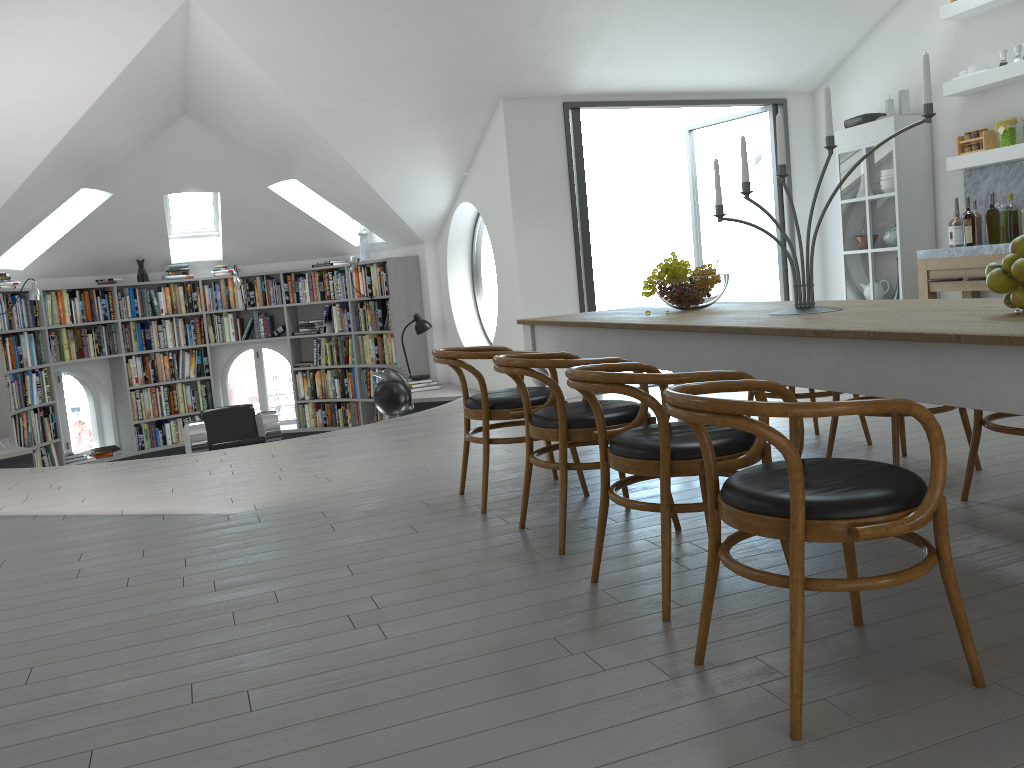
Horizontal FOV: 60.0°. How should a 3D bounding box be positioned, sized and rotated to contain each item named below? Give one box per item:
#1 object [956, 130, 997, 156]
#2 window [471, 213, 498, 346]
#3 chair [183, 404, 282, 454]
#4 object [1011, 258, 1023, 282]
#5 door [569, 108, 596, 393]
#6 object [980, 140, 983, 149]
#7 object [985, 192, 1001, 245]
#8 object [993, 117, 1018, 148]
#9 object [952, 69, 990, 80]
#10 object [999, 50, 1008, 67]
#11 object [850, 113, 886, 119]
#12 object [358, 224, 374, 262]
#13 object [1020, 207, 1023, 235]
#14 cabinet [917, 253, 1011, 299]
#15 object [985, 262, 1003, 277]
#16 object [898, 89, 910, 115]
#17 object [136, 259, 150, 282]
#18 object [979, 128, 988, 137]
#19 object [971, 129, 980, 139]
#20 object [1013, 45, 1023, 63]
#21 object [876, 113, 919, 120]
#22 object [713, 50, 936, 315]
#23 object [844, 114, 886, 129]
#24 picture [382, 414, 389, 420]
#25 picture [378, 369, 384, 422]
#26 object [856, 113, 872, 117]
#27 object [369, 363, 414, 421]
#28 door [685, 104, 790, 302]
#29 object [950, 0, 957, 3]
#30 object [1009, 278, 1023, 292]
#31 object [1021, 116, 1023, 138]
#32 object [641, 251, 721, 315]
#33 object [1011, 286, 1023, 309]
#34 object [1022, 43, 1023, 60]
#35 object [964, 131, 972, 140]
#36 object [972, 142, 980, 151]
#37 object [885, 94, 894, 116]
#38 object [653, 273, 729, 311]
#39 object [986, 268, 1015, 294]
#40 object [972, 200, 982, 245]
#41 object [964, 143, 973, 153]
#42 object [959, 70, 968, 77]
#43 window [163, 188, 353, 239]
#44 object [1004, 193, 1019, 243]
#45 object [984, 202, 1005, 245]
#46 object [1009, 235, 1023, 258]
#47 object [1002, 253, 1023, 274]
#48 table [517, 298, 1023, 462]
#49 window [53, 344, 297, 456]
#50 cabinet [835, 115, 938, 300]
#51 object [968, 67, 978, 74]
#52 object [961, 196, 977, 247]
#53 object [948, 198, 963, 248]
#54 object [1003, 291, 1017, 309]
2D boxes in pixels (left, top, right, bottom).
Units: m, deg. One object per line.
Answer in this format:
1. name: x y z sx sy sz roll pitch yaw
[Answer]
1. object: 3.337 -1.727 6.369 0.120 0.146 0.237 -7 7 -20
2. window: -0.100 -1.005 8.382 0.104 1.466 1.473 -7 6 -20
3. chair: -2.713 0.598 8.613 0.824 0.717 0.742 -8 7 -25
4. object: 1.373 -0.306 2.375 0.062 0.063 0.063 -1 7 32
5. door: 0.439 -1.134 7.841 0.080 2.341 1.053 -7 6 -20
6. object: 3.364 -1.698 6.310 0.058 0.075 0.059 -5 6 3
7. object: 3.275 -1.122 6.036 0.092 0.358 0.092 -3 6 24
8. object: 3.411 -1.731 6.117 0.128 0.199 0.163 -8 6 -25
9. object: 3.287 -2.194 6.317 0.113 0.025 0.295 -8 7 -20
10. object: 3.367 -2.225 6.075 0.064 0.124 0.068 -8 6 -26
11. object: 2.886 -2.108 7.183 0.238 0.119 0.238 -7 7 -20
12. object: -1.657 -1.603 9.931 0.179 0.471 0.179 -6 5 -11
13. object: 3.426 -1.108 5.886 0.085 0.330 0.085 -6 5 -12
14. cabinet: 4.569 -0.212 3.691 1.005 1.019 6.439 -7 7 -20
15. object: 1.380 -0.314 2.508 0.071 0.063 0.072 -8 7 -27
16. object: 3.043 -2.172 6.882 0.072 0.210 0.071 -5 5 3
17. object: -4.201 -1.288 10.093 0.147 0.264 0.202 -7 6 -23
18. object: 3.356 -1.784 6.303 0.058 0.075 0.059 -5 6 3
19. object: 3.332 -1.789 6.366 0.058 0.075 0.059 -5 6 3
20. object: 3.407 -2.217 5.970 0.064 0.124 0.068 -8 6 -26
21. object: 3.000 -2.071 6.896 0.295 0.025 0.151 -5 7 4
22. object: 1.116 -0.700 3.242 0.775 0.873 0.266 0 8 44
23. object: 2.887 -2.099 7.184 0.299 0.119 0.299 -8 7 -20
24. picture: -1.281 0.456 9.416 0.107 0.554 0.490 -8 6 -30
25. picture: -1.317 0.279 9.585 0.090 0.861 0.579 -8 6 -30
26. object: 2.885 -2.118 7.182 0.170 0.119 0.170 -7 7 -20
27. object: -1.054 0.096 7.779 0.320 0.561 0.321 0 7 43
28. door: 2.147 -1.359 8.445 0.080 2.341 1.052 -9 6 -35
29. object: 3.242 -2.790 6.275 0.120 0.146 0.237 -7 7 -20
30. object: 1.438 -0.282 2.518 0.060 0.056 0.059 -8 7 -25
31. object: 3.484 -1.709 5.931 0.120 0.182 0.120 -6 6 -5
32. object: 0.817 -0.489 4.201 0.292 0.283 0.395 -1 7 34
33. object: 1.397 -0.235 2.419 0.063 0.063 0.064 -6 6 -9
34. object: 3.423 -2.208 5.885 0.064 0.124 0.068 -8 6 -26
35. object: 3.309 -1.794 6.428 0.058 0.075 0.059 -5 6 3
36. object: 3.340 -1.704 6.373 0.058 0.075 0.059 -5 6 3
37. object: 2.938 -2.156 6.891 0.054 0.195 0.054 -5 5 5
38. object: 0.851 -0.429 4.202 0.361 0.159 0.360 -10 8 -40
39. object: 1.353 -0.285 2.456 0.070 0.072 0.071 -1 7 34
40. object: 3.332 -1.157 6.376 0.085 0.330 0.085 -6 5 -12
41. object: 3.316 -1.709 6.436 0.058 0.075 0.059 -5 6 3
42. object: 3.260 -2.223 6.385 0.057 0.061 0.058 -7 6 -21
43. window: -3.451 -2.001 9.560 4.060 0.711 1.935 -8 7 -20
44. object: 3.394 -1.128 6.026 0.092 0.338 0.092 -5 5 -2
45. object: 3.405 -1.125 6.197 0.183 0.285 0.185 -5 6 4
46. object: 1.417 -0.375 2.452 0.072 0.074 0.072 -7 6 -20
47. object: 1.374 -0.329 2.430 0.058 0.057 0.053 -6 6 -6
48. table: 1.122 0.114 3.468 1.019 0.797 3.354 -7 7 -20
49. window: -4.035 0.168 10.370 3.238 1.148 0.617 -10 7 -34
50. cabinet: 3.024 -1.091 7.150 0.361 1.984 0.643 -7 6 -20
51. object: 3.284 -2.222 6.314 0.054 0.071 0.054 -7 6 -21
52. object: 3.203 -1.134 6.220 0.093 0.358 0.093 -4 5 14
53. object: 3.219 -1.167 6.416 0.085 0.359 0.089 -5 5 1
54. object: 1.409 -0.237 2.489 0.050 0.050 0.051 -7 6 -16
